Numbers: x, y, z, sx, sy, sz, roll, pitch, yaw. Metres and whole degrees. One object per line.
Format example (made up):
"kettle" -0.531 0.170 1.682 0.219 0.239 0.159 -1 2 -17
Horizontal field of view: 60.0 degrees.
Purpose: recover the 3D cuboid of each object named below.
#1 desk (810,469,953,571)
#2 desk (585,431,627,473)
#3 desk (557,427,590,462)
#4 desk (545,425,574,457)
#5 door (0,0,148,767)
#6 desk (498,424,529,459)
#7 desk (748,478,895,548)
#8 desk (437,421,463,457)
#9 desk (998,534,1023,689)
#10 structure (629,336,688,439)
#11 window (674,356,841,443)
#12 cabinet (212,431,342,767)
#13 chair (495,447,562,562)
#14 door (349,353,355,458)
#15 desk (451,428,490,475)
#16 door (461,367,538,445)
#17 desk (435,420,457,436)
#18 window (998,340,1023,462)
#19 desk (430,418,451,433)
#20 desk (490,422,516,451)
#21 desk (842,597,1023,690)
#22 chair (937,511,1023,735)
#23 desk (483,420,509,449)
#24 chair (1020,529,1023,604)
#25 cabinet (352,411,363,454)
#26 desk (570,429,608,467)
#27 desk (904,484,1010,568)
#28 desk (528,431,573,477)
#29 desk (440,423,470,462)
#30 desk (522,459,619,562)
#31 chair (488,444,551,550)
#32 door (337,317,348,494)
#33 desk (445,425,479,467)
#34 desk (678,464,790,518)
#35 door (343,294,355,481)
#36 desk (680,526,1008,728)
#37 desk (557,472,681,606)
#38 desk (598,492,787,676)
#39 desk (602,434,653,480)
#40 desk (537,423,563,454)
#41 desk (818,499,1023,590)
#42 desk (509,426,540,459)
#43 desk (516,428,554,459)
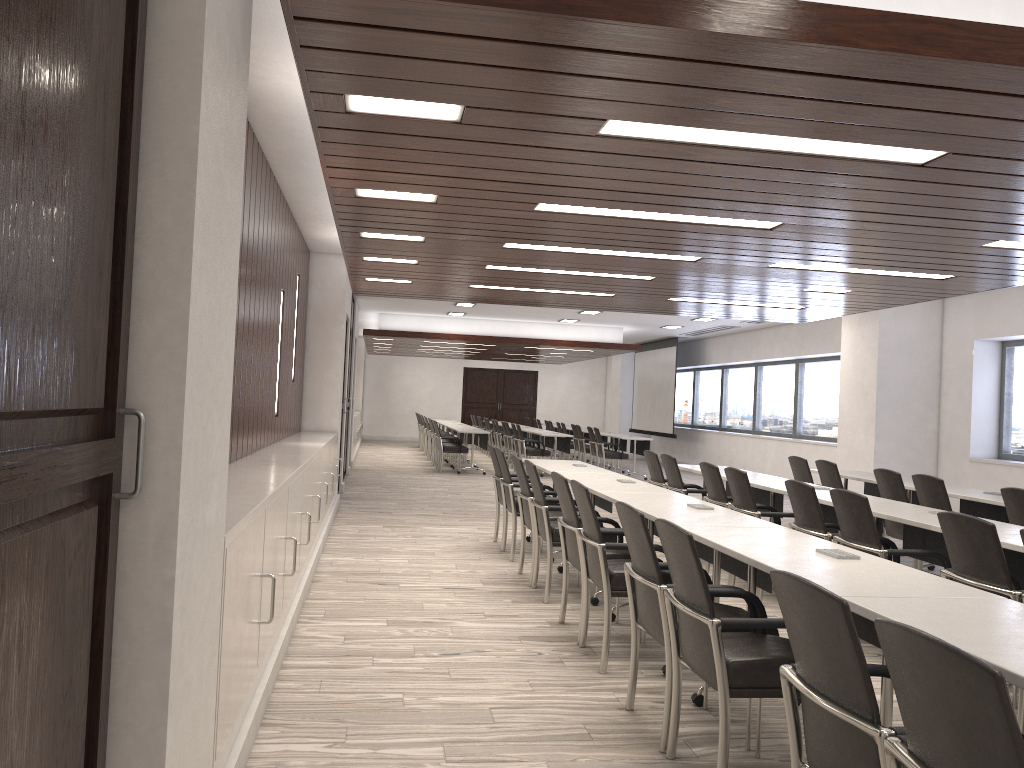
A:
"desk" 3.458 1.272 8.479 0.577 0.795 1.509 3 -1 -9
"desk" 1.947 1.407 18.466 0.577 0.795 1.509 3 -1 -9
"desk" 1.493 1.448 21.468 0.577 0.795 1.509 3 -1 -9
"desk" 1.265 1.469 22.976 0.577 0.795 1.509 3 -1 -9
"door" -0.826 0.144 1.392 0.200 2.323 1.163 3 -1 -9
"desk" 0.015 1.375 21.246 0.577 0.795 1.509 3 -1 -9
"desk" 2.207 1.178 6.751 0.577 0.795 1.509 3 -1 -9
"desk" -1.486 1.301 21.020 0.577 0.795 1.509 3 -1 -9
"desk" 2.662 1.137 3.737 0.577 0.795 1.509 3 -1 -9
"structure" 3.334 0.041 20.967 0.438 2.329 3.550 3 -1 -9
"window" 4.894 0.292 17.654 0.118 1.419 10.452 3 -1 -9
"cabinet" -1.604 0.841 6.321 0.476 0.698 7.540 3 -1 -9
"chair" 0.152 1.031 7.713 0.638 0.939 0.513 3 -1 -9
"door" -2.871 0.342 15.593 0.200 2.323 1.163 3 -1 -9
"desk" -0.804 1.239 16.512 0.577 0.795 1.509 3 -1 -9
"door" -0.393 0.699 27.332 2.329 2.323 0.200 3 -1 -9
"desk" -1.714 1.321 22.528 0.577 0.795 1.509 3 -1 -9
"window" 6.465 0.151 7.260 0.118 1.419 6.968 3 -1 -9
"desk" -1.941 1.342 24.033 0.577 0.795 1.509 3 -1 -9
"desk" -0.213 1.395 22.754 0.577 0.795 1.509 3 -1 -9
"desk" 1.388 1.043 2.015 0.577 0.795 1.509 3 -1 -9
"chair" 2.258 1.051 3.941 0.638 0.939 0.513 3 -1 -9
"desk" -0.441 1.416 24.259 0.577 0.795 1.509 3 -1 -9
"chair" 2.345 1.044 3.428 0.638 0.939 0.513 3 -1 -9
"cabinet" -3.762 1.035 20.591 0.476 0.698 7.540 3 -1 -9
"desk" 1.721 1.428 19.963 0.577 0.795 1.509 3 -1 -9
"desk" 3.685 1.251 6.973 0.577 0.795 1.509 3 -1 -9
"desk" 0.696 1.314 16.738 0.577 0.795 1.509 3 -1 -9
"desk" -1.258 1.280 19.514 0.577 0.795 1.509 3 -1 -9
"desk" 0.479 1.124 8.030 0.577 0.795 1.509 3 -1 -9
"chair" 0.072 1.038 8.237 0.638 0.939 0.513 3 -1 -9
"door" -2.232 0.284 11.371 0.200 2.323 1.163 3 -1 -9
"desk" -1.032 1.260 18.018 0.577 0.795 1.509 3 -1 -9
"desk" 1.979 1.199 8.256 0.577 0.795 1.509 3 -1 -9
"door" -2.539 0.031 13.490 0.200 2.889 2.327 3 -1 -9
"desk" 1.162 1.063 3.511 0.577 0.795 1.509 3 -1 -9
"desk" 0.706 1.104 6.525 0.577 0.795 1.509 3 -1 -9
"desk" 0.934 1.083 5.016 0.577 0.795 1.509 3 -1 -9
"desk" 2.175 1.387 16.961 0.577 0.795 1.509 3 -1 -9
"desk" 1.038 1.489 24.482 0.577 0.795 1.509 3 -1 -9
"desk" 2.435 1.158 5.242 0.577 0.795 1.509 3 -1 -9
"desk" 0.242 1.355 19.740 0.577 0.795 1.509 3 -1 -9
"desk" 0.469 1.334 18.244 0.577 0.795 1.509 3 -1 -9
